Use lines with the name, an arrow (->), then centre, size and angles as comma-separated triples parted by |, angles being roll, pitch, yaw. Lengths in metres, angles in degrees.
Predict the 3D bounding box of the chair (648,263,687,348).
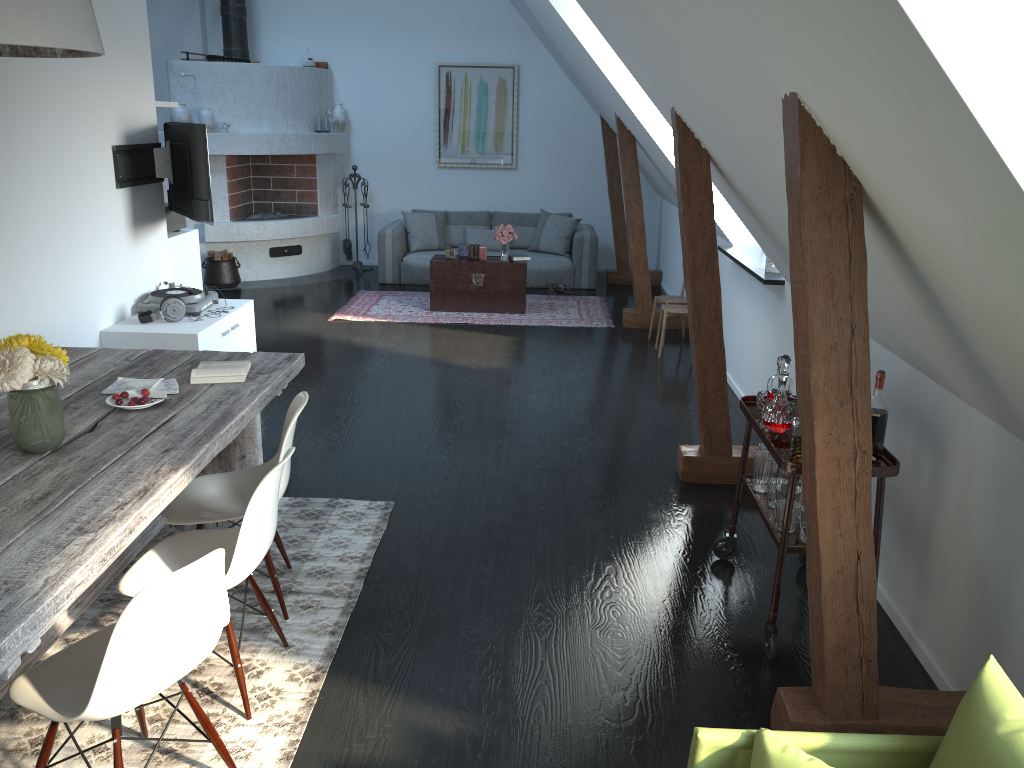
chair -> 1.378, -0.686, 7.438 | 0.342, 0.696, 0.329 | -3, 17, -15

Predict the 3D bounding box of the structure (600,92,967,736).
structure -> 1.218, -0.350, 4.143 | 1.023, 1.963, 12.350 | 2, 17, 2

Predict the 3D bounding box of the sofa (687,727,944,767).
sofa -> 0.762, 1.192, 0.893 | 0.898, 0.825, 2.093 | 1, 17, 1

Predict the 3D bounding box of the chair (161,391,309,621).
chair -> -1.022, 0.440, 3.325 | 0.542, 0.801, 0.465 | -2, 17, -12

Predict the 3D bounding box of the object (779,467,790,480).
object -> 1.094, 0.346, 3.510 | 0.087, 0.155, 0.087 | -7, 18, -24

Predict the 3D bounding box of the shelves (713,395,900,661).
shelves -> 1.096, 0.513, 3.348 | 0.438, 0.732, 0.803 | 1, 17, -2

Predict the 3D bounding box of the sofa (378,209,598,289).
sofa -> -0.254, -1.598, 10.263 | 2.458, 0.770, 1.107 | 2, 17, 2

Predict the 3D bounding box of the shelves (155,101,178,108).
shelves -> -3.269, -2.012, 6.331 | 1.604, 0.038, 0.478 | 2, 17, 2

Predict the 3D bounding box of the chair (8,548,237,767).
chair -> -0.976, 0.756, 2.271 | 0.542, 0.801, 0.465 | 10, 19, 27

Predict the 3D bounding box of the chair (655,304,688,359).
chair -> 1.344, -0.571, 7.052 | 0.342, 0.696, 0.329 | 2, 17, 3

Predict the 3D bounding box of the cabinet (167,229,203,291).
cabinet -> -2.911, -0.701, 6.804 | 0.869, 0.921, 0.638 | 2, 17, 2

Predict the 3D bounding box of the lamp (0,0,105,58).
lamp -> -1.511, -2.274, 2.050 | 0.757, 2.813, 0.697 | -12, 21, -36

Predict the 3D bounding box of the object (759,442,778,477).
object -> 1.037, 0.322, 3.586 | 0.087, 0.155, 0.087 | -7, 18, -24

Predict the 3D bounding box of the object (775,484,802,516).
object -> 1.011, 0.438, 3.259 | 0.095, 0.119, 0.095 | -11, 20, -35

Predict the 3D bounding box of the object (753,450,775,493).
object -> 0.991, 0.346, 3.501 | 0.087, 0.155, 0.087 | -7, 18, -24

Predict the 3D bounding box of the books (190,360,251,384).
books -> -1.171, -0.058, 3.575 | 0.202, 0.042, 0.251 | -2, 17, -10

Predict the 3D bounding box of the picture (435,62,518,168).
picture -> -0.426, -3.187, 10.547 | 0.965, 1.185, 0.025 | 2, 17, 2

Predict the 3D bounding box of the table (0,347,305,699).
table -> -1.541, 0.559, 2.915 | 1.141, 0.788, 2.421 | 2, 17, 2

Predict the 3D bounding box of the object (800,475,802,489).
object -> 1.158, 0.401, 3.428 | 0.092, 0.099, 0.092 | -5, 18, -20

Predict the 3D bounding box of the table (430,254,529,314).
table -> -0.320, -0.978, 8.658 | 0.962, 0.492, 0.471 | 2, 17, 2

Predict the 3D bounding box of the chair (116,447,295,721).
chair -> -0.952, 0.591, 2.824 | 0.542, 0.801, 0.465 | 2, 17, 3

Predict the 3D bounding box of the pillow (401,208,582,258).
pillow -> -0.235, -1.738, 10.119 | 2.075, 0.515, 0.444 | 2, 17, 2

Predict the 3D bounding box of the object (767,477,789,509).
object -> 1.009, 0.417, 3.365 | 0.092, 0.099, 0.092 | -5, 18, -20

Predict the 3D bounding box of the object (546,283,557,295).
object -> 0.420, -1.029, 9.581 | 0.101, 0.090, 0.277 | -2, 17, -9

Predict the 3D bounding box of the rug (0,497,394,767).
rug -> -1.561, 0.922, 3.045 | 1.898, 0.022, 2.677 | 2, 17, 2

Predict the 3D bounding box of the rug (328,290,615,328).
rug -> -0.353, -0.756, 8.748 | 2.647, 0.029, 1.512 | 2, 17, 2

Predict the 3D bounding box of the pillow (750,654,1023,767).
pillow -> 0.694, 0.783, 1.576 | 0.600, 0.387, 0.475 | 1, 17, -1

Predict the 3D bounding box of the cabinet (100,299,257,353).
cabinet -> -2.185, -0.223, 5.979 | 0.623, 0.507, 1.069 | 2, 17, 2

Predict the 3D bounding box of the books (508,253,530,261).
books -> 0.056, -1.241, 8.659 | 0.179, 0.034, 0.243 | -5, 18, -19

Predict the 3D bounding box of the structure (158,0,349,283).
structure -> -3.500, -3.752, 10.418 | 3.058, 4.752, 3.049 | 4, 17, 10

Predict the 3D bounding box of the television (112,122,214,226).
television -> -2.417, -1.408, 5.919 | 0.537, 0.652, 1.005 | -9, 20, -31

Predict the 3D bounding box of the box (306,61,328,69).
box -> -2.283, -3.730, 10.385 | 0.229, 0.078, 0.127 | 2, 17, 2
